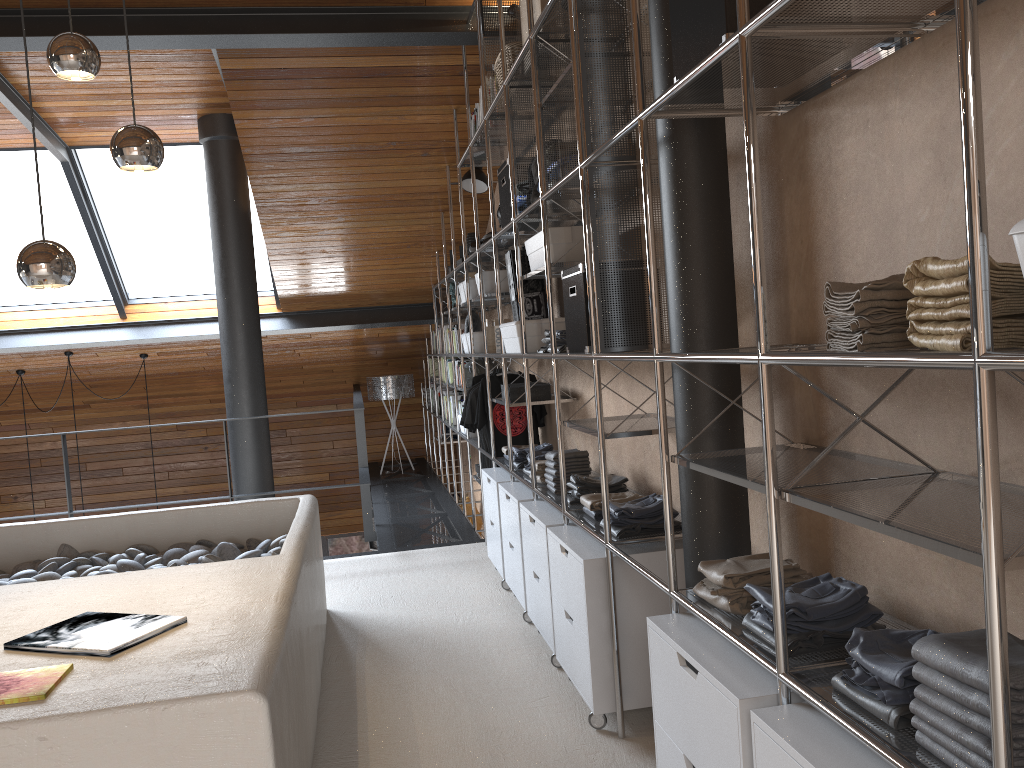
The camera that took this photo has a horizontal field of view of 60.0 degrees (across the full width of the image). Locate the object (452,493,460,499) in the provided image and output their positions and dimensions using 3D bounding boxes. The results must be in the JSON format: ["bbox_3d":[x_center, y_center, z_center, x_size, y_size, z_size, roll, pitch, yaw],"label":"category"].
[{"bbox_3d":[-0.614,1.593,9.338,0.244,0.879,0.244,-3,3,18],"label":"object"}]

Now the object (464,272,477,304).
[{"bbox_3d":[-0.284,-0.660,6.167,0.062,0.219,0.157,-5,3,-10],"label":"object"}]

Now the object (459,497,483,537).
[{"bbox_3d":[-0.372,1.273,8.161,0.215,0.458,0.328,-4,3,-5],"label":"object"}]

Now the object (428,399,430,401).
[{"bbox_3d":[-0.804,0.163,9.572,0.203,0.013,0.161,-5,3,-10],"label":"object"}]

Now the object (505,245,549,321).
[{"bbox_3d":[0.085,-0.449,4.620,0.188,0.559,0.337,-4,3,-5],"label":"object"}]

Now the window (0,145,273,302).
[{"bbox_3d":[-3.920,-1.214,6.921,3.818,1.031,1.213,-5,3,-10],"label":"window"}]

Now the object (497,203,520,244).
[{"bbox_3d":[0.014,-0.913,4.576,0.174,0.342,0.416,-4,3,-6],"label":"object"}]

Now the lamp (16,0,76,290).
[{"bbox_3d":[-1.327,-1.139,2.377,0.146,1.771,0.146,-3,3,15],"label":"lamp"}]

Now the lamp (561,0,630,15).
[{"bbox_3d":[0.241,-1.597,2.950,0.233,0.660,0.322,-6,3,-37],"label":"lamp"}]

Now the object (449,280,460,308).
[{"bbox_3d":[-0.379,-0.677,6.731,0.197,0.220,0.102,-5,3,-26],"label":"object"}]

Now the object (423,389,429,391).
[{"bbox_3d":[-0.853,0.059,9.822,0.246,0.016,0.182,-5,3,-10],"label":"object"}]

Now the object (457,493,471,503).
[{"bbox_3d":[-0.488,1.268,8.597,0.207,0.442,0.328,-5,3,-17],"label":"object"}]

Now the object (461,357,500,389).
[{"bbox_3d":[-0.223,-0.099,6.342,0.166,0.240,0.390,-3,3,23],"label":"object"}]

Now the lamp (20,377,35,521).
[{"bbox_3d":[-4.495,0.740,8.258,0.210,2.002,0.210,-3,3,27],"label":"lamp"}]

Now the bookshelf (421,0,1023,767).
[{"bbox_3d":[0.154,0.648,4.708,0.421,6.219,10.739,-5,3,-10],"label":"bookshelf"}]

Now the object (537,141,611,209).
[{"bbox_3d":[0.236,-0.819,3.446,0.250,0.229,0.306,-5,3,-8],"label":"object"}]

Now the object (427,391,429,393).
[{"bbox_3d":[-0.844,0.077,9.823,0.233,0.021,0.174,-5,3,-10],"label":"object"}]

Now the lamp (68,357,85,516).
[{"bbox_3d":[-3.924,0.663,8.027,0.210,1.911,0.210,-3,3,27],"label":"lamp"}]

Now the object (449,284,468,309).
[{"bbox_3d":[-0.389,-0.688,6.934,0.278,0.222,0.138,-2,3,36],"label":"object"}]

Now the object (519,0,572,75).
[{"bbox_3d":[0.149,-1.481,3.616,0.192,0.382,0.181,-5,3,-10],"label":"object"}]

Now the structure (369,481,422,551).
[{"bbox_3d":[-1.316,1.465,9.811,0.461,0.735,0.488,-2,3,40],"label":"structure"}]

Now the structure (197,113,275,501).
[{"bbox_3d":[-1.766,0.986,6.043,1.197,5.700,1.689,-5,3,-10],"label":"structure"}]

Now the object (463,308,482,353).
[{"bbox_3d":[-0.273,-0.366,6.258,0.157,0.339,0.229,-3,3,17],"label":"object"}]

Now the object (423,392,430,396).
[{"bbox_3d":[-0.850,0.102,9.807,0.252,0.028,0.180,-5,3,-10],"label":"object"}]

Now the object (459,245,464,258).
[{"bbox_3d":[-0.380,-0.990,6.737,0.029,0.114,0.084,-4,3,2],"label":"object"}]

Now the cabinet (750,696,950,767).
[{"bbox_3d":[0.704,0.854,1.378,0.435,0.561,0.527,-5,3,-10],"label":"cabinet"}]

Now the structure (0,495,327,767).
[{"bbox_3d":[-2.980,0.784,2.695,4.614,1.120,2.634,-5,3,-10],"label":"structure"}]

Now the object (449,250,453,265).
[{"bbox_3d":[-0.473,-0.992,6.972,0.029,0.114,0.084,-4,3,-3],"label":"object"}]

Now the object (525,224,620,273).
[{"bbox_3d":[0.234,-0.532,3.533,0.289,0.135,0.437,-5,3,-10],"label":"object"}]

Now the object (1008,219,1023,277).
[{"bbox_3d":[0.742,-0.111,0.779,0.343,0.147,0.445,-5,3,-10],"label":"object"}]

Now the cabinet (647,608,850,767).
[{"bbox_3d":[0.603,0.835,1.939,0.435,0.561,0.527,-5,3,-10],"label":"cabinet"}]

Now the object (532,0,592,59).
[{"bbox_3d":[0.183,-1.475,3.429,0.192,0.382,0.181,-5,3,-10],"label":"object"}]

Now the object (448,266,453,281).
[{"bbox_3d":[-0.475,-0.878,7.025,0.029,0.117,0.086,-5,3,-24],"label":"object"}]

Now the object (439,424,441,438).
[{"bbox_3d":[-0.656,0.441,8.687,0.111,0.174,0.011,-5,3,-10],"label":"object"}]

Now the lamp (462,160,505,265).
[{"bbox_3d":[-0.196,-1.112,5.722,0.233,0.660,0.322,-2,4,43],"label":"lamp"}]

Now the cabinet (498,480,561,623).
[{"bbox_3d":[0.210,0.760,4.158,0.435,0.561,0.527,-5,3,-10],"label":"cabinet"}]

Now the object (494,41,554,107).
[{"bbox_3d":[0.065,-1.400,4.045,0.262,0.198,0.417,-5,3,-10],"label":"object"}]

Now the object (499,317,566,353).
[{"bbox_3d":[0.145,-0.224,4.111,0.343,0.147,0.445,-5,3,-10],"label":"object"}]

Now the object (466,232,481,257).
[{"bbox_3d":[-0.268,-0.965,6.192,0.115,0.177,0.115,-3,3,15],"label":"object"}]

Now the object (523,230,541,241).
[{"bbox_3d":[0.149,-0.931,4.618,0.174,0.342,0.416,-4,3,-5],"label":"object"}]

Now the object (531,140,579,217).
[{"bbox_3d":[0.179,-0.872,3.743,0.212,0.319,0.157,-3,3,17],"label":"object"}]

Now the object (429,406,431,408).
[{"bbox_3d":[-0.792,0.242,9.573,0.201,0.012,0.161,-5,3,-10],"label":"object"}]

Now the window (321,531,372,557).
[{"bbox_3d":[-4.120,2.575,10.201,5.936,1.522,0.101,-5,3,-10],"label":"window"}]

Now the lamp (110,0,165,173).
[{"bbox_3d":[-1.132,-1.348,2.535,0.146,1.474,0.146,-3,3,21],"label":"lamp"}]

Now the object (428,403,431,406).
[{"bbox_3d":[-0.781,0.209,9.568,0.262,0.025,0.176,-5,3,-10],"label":"object"}]

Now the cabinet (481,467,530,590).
[{"bbox_3d":[0.108,0.742,4.707,0.435,0.561,0.527,-5,3,-10],"label":"cabinet"}]

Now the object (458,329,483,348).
[{"bbox_3d":[-0.293,-0.329,6.490,0.082,0.202,0.227,-2,3,41],"label":"object"}]

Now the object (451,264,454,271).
[{"bbox_3d":[-0.449,-0.876,6.931,0.029,0.117,0.086,-4,3,10],"label":"object"}]

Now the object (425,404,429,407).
[{"bbox_3d":[-0.837,0.226,9.828,0.234,0.025,0.176,-5,3,-10],"label":"object"}]

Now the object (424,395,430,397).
[{"bbox_3d":[-0.845,0.124,9.808,0.246,0.016,0.182,-5,3,-10],"label":"object"}]

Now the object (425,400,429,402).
[{"bbox_3d":[-0.842,0.183,9.827,0.243,0.012,0.159,-5,3,-10],"label":"object"}]

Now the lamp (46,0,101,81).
[{"bbox_3d":[-1.344,-1.511,2.619,0.146,1.204,0.146,-3,3,21],"label":"lamp"}]

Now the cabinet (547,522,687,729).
[{"bbox_3d":[0.405,0.798,3.045,0.435,0.561,0.527,-5,3,-10],"label":"cabinet"}]

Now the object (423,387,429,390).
[{"bbox_3d":[-0.856,0.043,9.832,0.246,0.016,0.182,-5,3,-10],"label":"object"}]

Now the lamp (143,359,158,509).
[{"bbox_3d":[-3.367,0.544,8.282,0.210,1.565,0.210,-3,3,27],"label":"lamp"}]

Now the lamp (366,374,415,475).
[{"bbox_3d":[-1.217,0.412,9.117,0.475,1.002,0.475,-4,3,14],"label":"lamp"}]

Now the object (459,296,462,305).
[{"bbox_3d":[-0.361,-0.588,6.247,0.037,0.077,0.037,-5,3,-24],"label":"object"}]

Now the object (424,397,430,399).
[{"bbox_3d":[-0.844,0.140,9.808,0.246,0.016,0.182,-5,3,-10],"label":"object"}]

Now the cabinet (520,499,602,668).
[{"bbox_3d":[0.310,0.779,3.595,0.435,0.561,0.527,-5,3,-10],"label":"cabinet"}]
